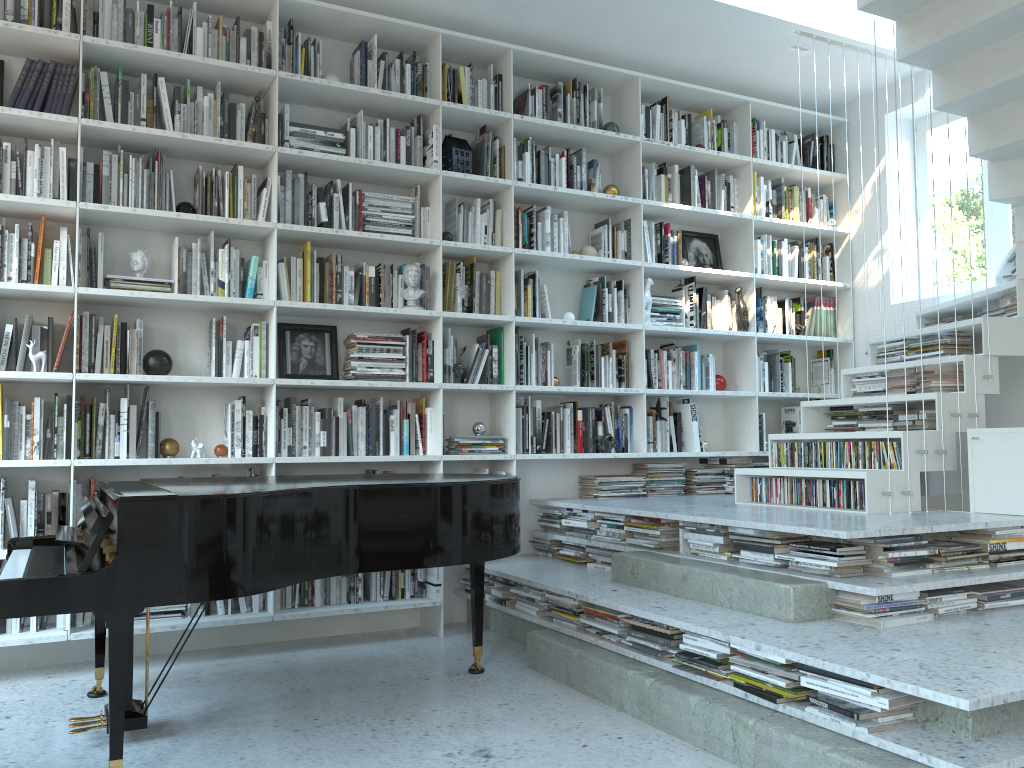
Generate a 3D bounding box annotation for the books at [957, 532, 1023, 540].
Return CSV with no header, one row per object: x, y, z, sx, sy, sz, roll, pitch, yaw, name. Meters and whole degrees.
1.916,0.598,3.542,0.192,0.024,0.167,1,-4,-22,books

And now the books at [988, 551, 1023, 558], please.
1.921,0.669,3.529,0.281,0.008,0.181,1,-4,-22,books

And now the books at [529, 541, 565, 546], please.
0.234,0.888,4.966,0.184,0.006,0.262,2,-5,-26,books

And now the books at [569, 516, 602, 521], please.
0.423,0.707,4.707,0.143,0.012,0.264,1,-4,-22,books

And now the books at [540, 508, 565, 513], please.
0.289,0.707,4.966,0.159,0.011,0.246,2,-5,-30,books

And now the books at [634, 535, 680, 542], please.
0.702,0.721,4.183,0.138,0.017,0.237,2,-5,-28,books

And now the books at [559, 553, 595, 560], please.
0.386,0.906,4.692,0.160,0.014,0.268,2,-5,-28,books

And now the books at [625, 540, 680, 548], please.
0.677,0.748,4.168,0.182,0.011,0.253,1,-4,-23,books

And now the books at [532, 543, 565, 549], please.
0.246,0.903,4.971,0.159,0.012,0.279,2,-5,-28,books

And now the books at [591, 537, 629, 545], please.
0.552,0.777,4.426,0.183,0.012,0.296,2,-5,-28,books

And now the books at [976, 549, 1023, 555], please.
1.912,0.660,3.547,0.268,0.014,0.160,2,-5,-28,books

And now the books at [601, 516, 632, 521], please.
0.564,0.668,4.439,0.149,0.013,0.220,1,-4,-24,books

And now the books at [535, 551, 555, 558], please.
0.245,0.949,4.967,0.163,0.019,0.187,2,-5,-28,books

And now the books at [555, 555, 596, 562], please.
0.371,0.917,4.683,0.187,0.009,0.261,1,-4,-24,books

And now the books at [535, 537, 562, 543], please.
0.242,0.869,4.971,0.152,0.015,0.208,1,-4,-22,books

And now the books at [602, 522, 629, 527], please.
0.566,0.699,4.438,0.144,0.013,0.220,1,-4,-24,books

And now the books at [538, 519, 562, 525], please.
0.286,0.769,4.961,0.179,0.012,0.262,2,-5,-27,books

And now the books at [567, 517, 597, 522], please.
0.418,0.716,4.704,0.171,0.007,0.206,1,-5,-25,books

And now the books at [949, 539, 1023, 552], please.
1.916,0.637,3.541,0.284,0.030,0.177,2,-5,-26,books

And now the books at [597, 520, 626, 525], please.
0.559,0.688,4.435,0.167,0.008,0.234,2,-5,-28,books

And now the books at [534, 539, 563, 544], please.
0.241,0.880,4.970,0.159,0.009,0.210,1,-4,-23,books

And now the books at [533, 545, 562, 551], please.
0.243,0.915,4.969,0.170,0.012,0.215,2,-5,-27,books

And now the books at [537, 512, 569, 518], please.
0.280,0.728,4.960,0.171,0.015,0.253,2,-5,-32,books

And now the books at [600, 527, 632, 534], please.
0.565,0.728,4.436,0.154,0.018,0.221,2,-5,-28,books

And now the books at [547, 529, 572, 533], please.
0.303,0.817,4.966,0.134,0.014,0.181,2,-5,-30,books

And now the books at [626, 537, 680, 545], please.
0.683,0.736,4.172,0.178,0.014,0.247,2,-5,-29,books

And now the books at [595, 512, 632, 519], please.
0.552,0.654,4.434,0.165,0.015,0.243,2,-5,-32,books

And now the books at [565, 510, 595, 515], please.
0.424,0.680,4.709,0.159,0.007,0.285,2,-5,-28,books

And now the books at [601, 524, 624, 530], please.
0.568,0.712,4.439,0.150,0.013,0.215,2,-5,-27,books

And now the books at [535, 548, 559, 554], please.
0.253,0.928,4.973,0.147,0.014,0.292,2,-5,-27,books

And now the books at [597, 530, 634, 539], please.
0.555,0.748,4.430,0.164,0.023,0.242,1,-4,-23,books

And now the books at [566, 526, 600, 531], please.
0.424,0.762,4.704,0.152,0.009,0.259,2,-5,-30,books

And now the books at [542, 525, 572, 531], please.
0.290,0.801,4.961,0.163,0.017,0.233,1,-5,-25,books

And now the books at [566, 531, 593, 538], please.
0.419,0.796,4.700,0.173,0.017,0.233,2,-5,-28,books

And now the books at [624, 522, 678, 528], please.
0.680,0.661,4.175,0.187,0.009,0.261,2,-5,-28,books

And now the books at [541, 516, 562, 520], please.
0.299,0.751,4.969,0.145,0.008,0.298,2,-5,-28,books

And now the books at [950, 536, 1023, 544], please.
1.919,0.615,3.535,0.261,0.012,0.179,1,-4,-23,books

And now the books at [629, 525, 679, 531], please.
0.686,0.672,4.178,0.161,0.012,0.254,1,-4,-23,books

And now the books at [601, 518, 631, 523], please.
0.564,0.680,4.438,0.160,0.010,0.179,2,-5,-27,books

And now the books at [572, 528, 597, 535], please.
0.436,0.777,4.709,0.131,0.021,0.240,1,-5,-25,books

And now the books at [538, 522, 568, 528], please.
0.282,0.784,4.958,0.175,0.017,0.265,1,-4,-24,books

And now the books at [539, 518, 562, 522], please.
0.292,0.759,4.964,0.156,0.009,0.287,2,-5,-29,books

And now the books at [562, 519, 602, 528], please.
0.408,0.734,4.698,0.189,0.030,0.238,2,-5,-30,books

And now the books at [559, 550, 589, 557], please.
0.375,0.891,4.687,0.180,0.017,0.183,2,-5,-30,books

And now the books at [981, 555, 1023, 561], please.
1.910,0.683,3.551,0.262,0.016,0.132,2,-5,-32,books

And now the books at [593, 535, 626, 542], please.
0.547,0.765,4.425,0.190,0.012,0.235,2,-5,-29,books

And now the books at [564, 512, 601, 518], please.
0.422,0.692,4.708,0.163,0.018,0.290,2,-5,-28,books

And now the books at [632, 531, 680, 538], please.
0.691,0.704,4.178,0.159,0.018,0.203,2,-5,-29,books

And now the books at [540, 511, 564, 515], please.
0.289,0.717,4.966,0.167,0.008,0.234,2,-5,-28,books

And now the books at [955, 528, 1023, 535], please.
1.921,0.579,3.534,0.285,0.013,0.181,2,-5,-32,books

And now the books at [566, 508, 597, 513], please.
0.414,0.666,4.705,0.171,0.020,0.193,2,-5,-32,books

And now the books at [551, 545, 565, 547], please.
0.243,0.894,4.970,0.152,0.005,0.242,1,-4,-23,books

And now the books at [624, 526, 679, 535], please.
0.683,0.686,4.175,0.179,0.017,0.293,2,-5,-26,books

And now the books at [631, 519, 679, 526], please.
0.703,0.651,4.188,0.128,0.013,0.296,2,-5,-29,books

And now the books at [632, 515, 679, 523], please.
0.693,0.630,4.184,0.139,0.028,0.262,1,-4,-22,books

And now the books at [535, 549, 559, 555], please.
0.245,0.937,4.968,0.144,0.005,0.257,1,-4,-22,books

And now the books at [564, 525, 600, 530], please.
0.421,0.753,4.703,0.163,0.008,0.295,2,-5,-29,books

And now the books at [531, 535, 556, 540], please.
0.237,0.857,4.969,0.174,0.009,0.240,1,-5,-25,books
